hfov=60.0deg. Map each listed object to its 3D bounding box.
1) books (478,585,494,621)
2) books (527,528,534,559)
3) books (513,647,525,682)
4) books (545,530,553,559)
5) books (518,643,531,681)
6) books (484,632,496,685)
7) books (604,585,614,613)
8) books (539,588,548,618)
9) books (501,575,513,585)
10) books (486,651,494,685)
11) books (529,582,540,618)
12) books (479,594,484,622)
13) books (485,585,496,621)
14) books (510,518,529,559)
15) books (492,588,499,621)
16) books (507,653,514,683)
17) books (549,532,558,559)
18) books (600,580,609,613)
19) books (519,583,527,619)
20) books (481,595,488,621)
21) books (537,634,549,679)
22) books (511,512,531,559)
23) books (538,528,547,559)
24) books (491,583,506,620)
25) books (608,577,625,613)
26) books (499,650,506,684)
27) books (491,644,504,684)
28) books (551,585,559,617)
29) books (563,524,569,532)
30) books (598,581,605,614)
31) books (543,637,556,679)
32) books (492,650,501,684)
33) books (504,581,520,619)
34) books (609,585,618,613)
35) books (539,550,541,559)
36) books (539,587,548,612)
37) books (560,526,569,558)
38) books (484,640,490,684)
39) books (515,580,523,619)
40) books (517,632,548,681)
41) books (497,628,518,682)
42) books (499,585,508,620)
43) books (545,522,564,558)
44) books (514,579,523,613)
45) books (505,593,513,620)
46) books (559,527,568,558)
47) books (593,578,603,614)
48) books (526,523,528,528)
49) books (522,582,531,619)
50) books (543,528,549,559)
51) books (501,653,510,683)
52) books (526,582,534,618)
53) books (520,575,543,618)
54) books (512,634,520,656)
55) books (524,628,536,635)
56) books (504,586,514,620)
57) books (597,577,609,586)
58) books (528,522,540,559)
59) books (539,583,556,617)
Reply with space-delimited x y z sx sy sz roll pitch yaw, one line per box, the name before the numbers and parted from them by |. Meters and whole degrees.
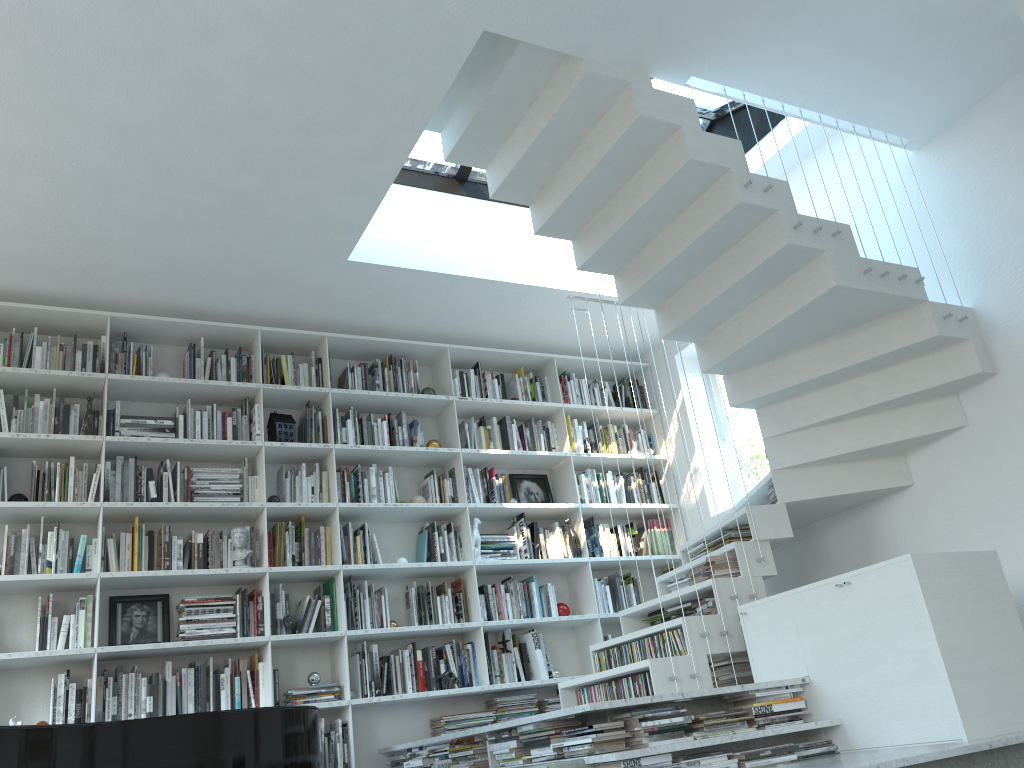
books | -0.185 1.401 5.575 0.047 0.243 0.178 4 -25 -28
books | 0.080 1.092 5.876 0.030 0.235 0.180 4 -25 -28
books | 0.007 1.761 5.513 0.052 0.216 0.185 4 -25 -28
books | 0.221 1.115 5.979 0.028 0.234 0.129 4 -25 -28
books | 0.049 1.755 5.544 0.031 0.238 0.172 4 -25 -28
books | -0.153 1.708 5.473 0.013 0.325 0.131 4 -25 -28
books | 0.616 1.481 5.994 0.029 0.200 0.173 4 -25 -28
books | 0.165 1.447 5.751 0.030 0.200 0.190 4 -25 -28
books | -0.013 1.392 5.684 0.013 0.298 0.148 4 -25 -28
books | -0.166 1.758 5.442 0.033 0.212 0.140 4 -25 -28
books | 0.111 1.420 5.724 0.023 0.243 0.190 4 -25 -28
books | -0.226 1.426 5.545 0.023 0.185 0.160 4 -25 -28
books | -0.158 1.407 5.601 0.024 0.246 0.144 4 -25 -28
books | 0.052 1.058 5.868 0.011 0.299 0.185 4 -25 -28
books | -0.136 1.414 5.595 0.011 0.222 0.163 4 -25 -28
books | -0.038 1.773 5.486 0.024 0.184 0.150 4 -25 -28
books | 0.249 1.124 5.982 0.025 0.212 0.156 4 -25 -28
books | 0.588 1.463 5.993 0.022 0.241 0.152 4 -25 -28
books | 0.035 1.422 5.704 0.026 0.245 0.166 4 -25 -28
books | -0.205 1.428 5.553 0.022 0.183 0.163 4 -25 -28
books | 0.165 1.739 5.609 0.025 0.286 0.160 4 -25 -28
books | 0.059 1.041 5.879 0.010 0.337 0.180 4 -25 -28
books | 0.175 1.101 5.939 0.031 0.241 0.147 4 -25 -28
books | -0.112 1.403 5.607 0.045 0.245 0.186 4 -25 -28
books | 0.687 1.459 6.027 0.027 0.247 0.185 4 -25 -28
books | -0.091 1.761 5.469 0.025 0.209 0.138 4 -25 -28
books | -0.106 1.739 5.457 0.015 0.242 0.157 4 -25 -28
books | 0.239 1.446 5.804 0.027 0.222 0.170 4 -25 -28
books | 0.384 1.106 6.079 0.029 0.282 0.139 4 -25 -28
books | 0.563 1.464 5.977 0.037 0.235 0.153 4 -25 -28
books | 0.200 1.752 5.635 0.062 0.273 0.148 4 -25 -28
books | -0.125 1.756 5.451 0.023 0.213 0.164 4 -25 -28
books | -0.018 1.402 5.649 0.028 0.254 0.192 4 -25 -28
books | 0.655 1.487 6.028 0.025 0.207 0.149 4 -25 -28
books | 0.144 1.092 5.952 0.010 0.277 0.129 4 -25 -28
books | 0.186 1.447 5.783 0.037 0.217 0.140 4 -25 -28
books | 0.326 1.108 6.025 0.024 0.253 0.145 4 -25 -28
books | -0.187 1.719 5.435 0.015 0.285 0.138 4 -25 -28
books | 0.008 1.402 5.669 0.012 0.261 0.187 4 -25 -28
books | 0.111 1.718 5.545 0.075 0.290 0.256 4 -25 -28
books | -0.030 1.706 5.520 0.014 0.332 0.169 4 -25 -28
books | -0.087 1.415 5.635 0.026 0.238 0.178 4 -25 -28
books | 0.277 1.090 5.985 0.021 0.270 0.192 4 -25 -28
books | 0.018 1.407 5.697 0.011 0.271 0.152 4 -25 -28
books | -0.055 1.438 5.627 0.027 0.181 0.187 4 -25 -28
books | 0.305 1.107 5.995 0.041 0.238 0.177 4 -25 -28
books | 0.539 1.451 5.960 0.024 0.251 0.176 4 -25 -28
books | 0.088 1.080 5.908 0.013 0.279 0.131 4 -25 -28
books | 0.061 1.414 5.698 0.014 0.248 0.177 4 -25 -28
books | 0.193 1.107 5.969 0.031 0.249 0.133 4 -25 -28
books | -0.066 1.773 5.479 0.030 0.187 0.140 4 -25 -28
books | 0.083 1.424 5.738 0.012 0.253 0.161 4 -25 -28
books | 0.127 1.402 5.747 0.026 0.289 0.182 4 -25 -28
books | 0.019 1.732 5.562 0.010 0.303 0.132 4 -25 -28
books | 0.136 1.729 5.625 0.012 0.324 0.137 4 -25 -28
books | -0.045 1.421 5.653 0.012 0.228 0.180 4 -25 -28
books | 0.626 1.461 6.033 0.024 0.266 0.133 4 -25 -28
books | 0.126 1.077 5.915 0.059 0.280 0.168 4 -25 -28
books | 0.217 1.438 5.793 0.025 0.234 0.182 4 -25 -28
